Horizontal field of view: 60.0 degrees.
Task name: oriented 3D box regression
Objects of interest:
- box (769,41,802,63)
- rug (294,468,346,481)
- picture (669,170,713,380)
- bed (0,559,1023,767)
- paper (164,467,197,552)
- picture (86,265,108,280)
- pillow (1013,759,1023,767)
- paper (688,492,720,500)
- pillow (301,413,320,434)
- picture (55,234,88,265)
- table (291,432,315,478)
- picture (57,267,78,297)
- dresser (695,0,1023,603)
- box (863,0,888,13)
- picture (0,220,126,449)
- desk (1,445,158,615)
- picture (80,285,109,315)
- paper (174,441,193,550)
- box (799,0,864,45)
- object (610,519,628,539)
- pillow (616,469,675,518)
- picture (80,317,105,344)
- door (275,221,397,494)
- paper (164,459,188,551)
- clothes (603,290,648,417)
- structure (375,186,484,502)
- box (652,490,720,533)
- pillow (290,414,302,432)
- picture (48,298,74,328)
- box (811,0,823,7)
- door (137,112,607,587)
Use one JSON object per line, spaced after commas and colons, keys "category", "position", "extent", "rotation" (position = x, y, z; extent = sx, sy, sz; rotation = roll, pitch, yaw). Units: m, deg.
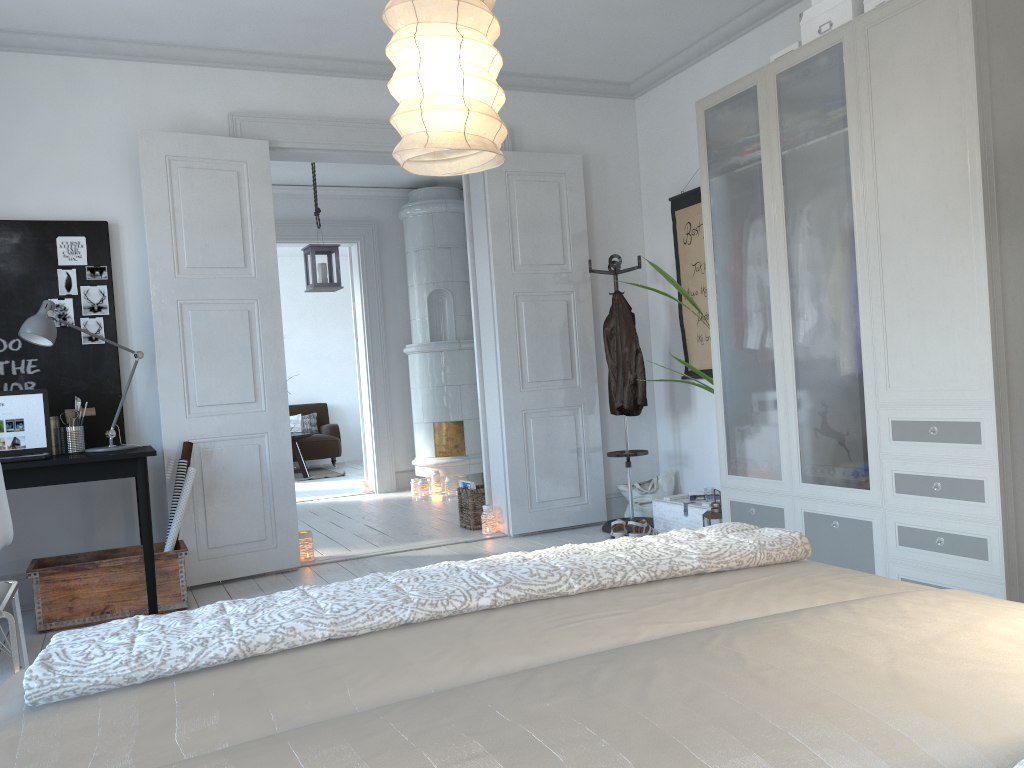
{"category": "box", "position": [1.260, -1.381, 3.821], "extent": [0.222, 0.107, 0.180], "rotation": [-4, 1, -24]}
{"category": "rug", "position": [-2.951, 1.096, 10.434], "extent": [1.709, 0.055, 1.456], "rotation": [-4, 0, -24]}
{"category": "picture", "position": [1.191, -0.691, 5.182], "extent": [0.057, 1.313, 0.793], "rotation": [-5, 1, -24]}
{"category": "bed", "position": [0.238, 0.415, 0.944], "extent": [1.887, 1.047, 2.177], "rotation": [-4, 1, -24]}
{"category": "paper", "position": [-1.630, 0.724, 4.268], "extent": [0.041, 0.627, 0.283], "rotation": [-3, 2, 44]}
{"category": "picture", "position": [-2.094, -0.563, 4.471], "extent": [0.095, 0.071, 0.001], "rotation": [-4, 1, -24]}
{"category": "pillow", "position": [0.378, 0.295, 0.537], "extent": [1.146, 0.225, 0.416], "rotation": [-4, 1, -32]}
{"category": "paper", "position": [1.130, 0.640, 5.098], "extent": [0.222, 0.031, 0.175], "rotation": [-4, 0, 8]}
{"category": "pillow", "position": [-2.767, 0.527, 11.475], "extent": [0.542, 0.288, 0.183], "rotation": [-4, 1, -23]}
{"category": "picture", "position": [-2.194, -0.670, 4.426], "extent": [0.147, 0.154, 0.004], "rotation": [-4, 1, -24]}
{"category": "table", "position": [-2.957, 0.871, 10.404], "extent": [1.299, 0.503, 1.300], "rotation": [-4, 0, -34]}
{"category": "picture", "position": [-2.214, -0.508, 4.416], "extent": [0.083, 0.146, 0.002], "rotation": [-5, 1, -24]}
{"category": "dresser", "position": [1.486, -0.259, 3.579], "extent": [0.630, 2.164, 1.432], "rotation": [-5, 1, -24]}
{"category": "box", "position": [1.476, -1.420, 3.337], "extent": [0.227, 0.158, 0.182], "rotation": [-4, 1, -19]}
{"category": "picture", "position": [-2.452, -0.212, 4.339], "extent": [0.952, 1.172, 0.064], "rotation": [-4, 1, -24]}
{"category": "desk", "position": [-2.201, 0.720, 3.977], "extent": [1.159, 0.759, 0.651], "rotation": [-4, 1, -24]}
{"category": "picture", "position": [-2.101, -0.424, 4.465], "extent": [0.121, 0.153, 0.002], "rotation": [-4, 1, -24]}
{"category": "paper", "position": [-1.664, 0.666, 4.395], "extent": [0.048, 0.747, 0.297], "rotation": [-4, 1, 21]}
{"category": "box", "position": [1.369, -1.434, 3.571], "extent": [0.285, 0.199, 0.281], "rotation": [-4, 1, -24]}
{"category": "object", "position": [0.615, 0.832, 5.135], "extent": [0.099, 0.126, 0.272], "rotation": [-4, 0, 8]}
{"category": "pillow", "position": [0.872, 0.716, 5.691], "extent": [0.317, 0.314, 0.273], "rotation": [-4, 1, -23]}
{"category": "picture", "position": [-2.109, -0.270, 4.460], "extent": [0.103, 0.136, 0.001], "rotation": [-4, 1, -24]}
{"category": "door", "position": [-1.982, -0.188, 8.013], "extent": [2.597, 2.506, 0.577], "rotation": [-4, 1, -24]}
{"category": "paper", "position": [-1.656, 0.709, 4.321], "extent": [0.043, 0.669, 0.266], "rotation": [-4, 1, 21]}
{"category": "clothes", "position": [0.678, -0.183, 5.343], "extent": [0.237, 0.770, 0.211], "rotation": [-4, 1, 9]}
{"category": "structure", "position": [-0.690, -0.359, 8.002], "extent": [0.801, 2.828, 1.247], "rotation": [-4, 1, 21]}
{"category": "box", "position": [1.122, 0.749, 5.039], "extent": [0.376, 0.218, 0.641], "rotation": [-4, 0, -24]}
{"category": "pillow", "position": [-2.904, 0.525, 11.290], "extent": [0.470, 0.309, 0.188], "rotation": [-4, 1, -24]}
{"category": "picture", "position": [-2.237, -0.354, 4.403], "extent": [0.107, 0.150, 0.001], "rotation": [-4, 1, -24]}
{"category": "box", "position": [1.357, -1.584, 3.595], "extent": [0.225, 0.107, 0.180], "rotation": [-4, 1, -34]}
{"category": "door", "position": [-0.741, -0.263, 5.265], "extent": [2.597, 2.506, 0.577], "rotation": [-4, 1, -24]}
